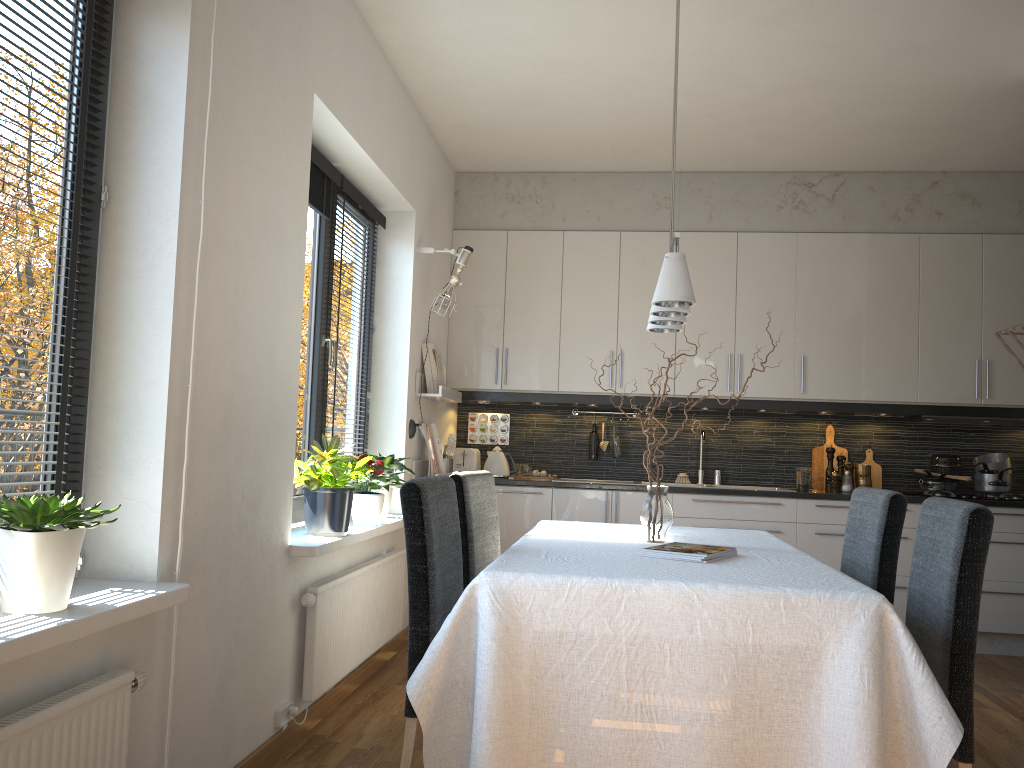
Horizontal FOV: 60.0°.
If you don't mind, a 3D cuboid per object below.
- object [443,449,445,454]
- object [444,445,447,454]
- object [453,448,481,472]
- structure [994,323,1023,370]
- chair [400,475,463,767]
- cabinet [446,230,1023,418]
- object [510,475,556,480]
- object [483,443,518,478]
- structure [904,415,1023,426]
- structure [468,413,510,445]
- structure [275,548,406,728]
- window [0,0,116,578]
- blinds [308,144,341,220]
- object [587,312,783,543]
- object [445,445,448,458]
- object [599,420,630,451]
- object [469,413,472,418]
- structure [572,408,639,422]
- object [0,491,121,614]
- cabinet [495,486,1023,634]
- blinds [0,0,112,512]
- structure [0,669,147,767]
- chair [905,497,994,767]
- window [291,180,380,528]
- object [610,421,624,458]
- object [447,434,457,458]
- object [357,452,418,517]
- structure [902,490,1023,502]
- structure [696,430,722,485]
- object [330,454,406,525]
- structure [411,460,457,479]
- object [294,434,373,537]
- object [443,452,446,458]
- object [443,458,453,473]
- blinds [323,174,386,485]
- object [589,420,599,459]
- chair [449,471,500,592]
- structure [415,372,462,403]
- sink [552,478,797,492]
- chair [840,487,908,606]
[{"bbox_3d":[-0.420,0.465,5.256,0.007,0.166,0.065,0,-4,29],"label":"object"},{"bbox_3d":[-0.403,0.458,5.252,0.014,0.193,0.043,1,-3,18],"label":"object"},{"bbox_3d":[-0.289,0.501,5.614,0.175,0.192,0.254,2,-4,7],"label":"object"},{"bbox_3d":[2.146,-0.401,3.582,0.185,0.774,0.495,2,-4,7],"label":"structure"},{"bbox_3d":[-0.032,0.754,2.517,0.544,0.959,0.462,2,-3,7],"label":"chair"},{"bbox_3d":[1.727,-0.363,5.521,4.235,1.069,0.458,2,-3,7],"label":"cabinet"},{"bbox_3d":[0.115,0.604,5.746,0.335,0.012,0.213,2,-4,9],"label":"object"},{"bbox_3d":[-0.086,0.492,5.582,0.204,0.236,0.178,-1,-5,44],"label":"object"},{"bbox_3d":[2.770,0.179,5.405,0.623,0.148,0.362,2,-4,7],"label":"structure"},{"bbox_3d":[-0.158,0.299,5.920,0.279,0.209,0.045,2,-3,7],"label":"structure"},{"bbox_3d":[-0.645,0.988,3.659,0.078,0.459,1.458,2,-4,9],"label":"structure"},{"bbox_3d":[-12.796,1.519,3.462,21.831,18.355,12.982,-1,-5,37],"label":"window"},{"bbox_3d":[-0.820,-0.848,3.528,0.049,0.229,0.711,2,-4,7],"label":"blinds"},{"bbox_3d":[0.533,0.135,2.960,0.615,0.784,0.403,3,-4,-18],"label":"object"},{"bbox_3d":[-0.392,0.457,5.213,0.020,0.200,0.007,0,-4,28],"label":"object"},{"bbox_3d":[0.667,0.342,5.795,0.188,0.203,0.072,3,-3,-6],"label":"object"},{"bbox_3d":[-0.158,0.299,5.920,0.271,0.201,0.039,2,-3,7],"label":"object"},{"bbox_3d":[0.614,0.206,5.819,0.443,0.081,0.067,2,-4,7],"label":"structure"},{"bbox_3d":[-0.955,0.332,1.787,0.283,0.237,0.267,3,-4,-11],"label":"object"},{"bbox_3d":[1.631,1.006,5.079,4.223,0.690,0.040,2,-3,7],"label":"cabinet"},{"bbox_3d":[-1.049,-0.380,1.843,0.049,1.421,0.711,2,-3,7],"label":"blinds"},{"bbox_3d":[-0.928,0.813,1.387,0.078,0.459,1.458,2,-4,6],"label":"structure"},{"bbox_3d":[0.945,0.783,2.393,0.544,0.959,0.462,1,-4,12],"label":"chair"},{"bbox_3d":[-0.838,-0.184,3.854,0.119,1.586,1.563,2,-4,7],"label":"window"},{"bbox_3d":[0.685,0.361,5.777,0.093,0.242,0.074,3,-4,-19],"label":"object"},{"bbox_3d":[-0.361,0.427,5.245,0.060,0.267,0.119,2,-3,-1],"label":"object"},{"bbox_3d":[-0.629,0.486,4.289,0.354,0.315,0.292,2,-4,-2],"label":"object"},{"bbox_3d":[2.725,0.658,5.245,0.662,0.041,0.501,2,-4,7],"label":"structure"},{"bbox_3d":[1.273,0.471,5.647,0.167,0.347,0.195,2,-3,0],"label":"structure"},{"bbox_3d":[-0.625,0.461,3.887,0.371,0.308,0.380,3,-4,-18],"label":"object"},{"bbox_3d":[-0.427,0.495,5.004,0.147,0.129,0.595,2,-4,7],"label":"structure"},{"bbox_3d":[-0.711,0.385,3.414,0.299,0.384,0.334,1,-4,23],"label":"object"},{"bbox_3d":[-0.410,0.470,5.191,0.007,0.158,0.089,4,-4,-32],"label":"object"},{"bbox_3d":[-0.399,0.498,5.219,0.103,0.124,0.103,2,-4,5],"label":"object"},{"bbox_3d":[-0.751,-0.196,4.233,0.049,1.421,0.711,2,-3,7],"label":"blinds"},{"bbox_3d":[0.537,0.365,5.811,0.060,0.256,0.060,0,-4,29],"label":"object"},{"bbox_3d":[0.055,0.808,3.214,0.544,0.959,0.462,1,-4,12],"label":"chair"},{"bbox_3d":[-0.409,0.024,5.032,0.147,0.129,0.595,2,-4,7],"label":"structure"},{"bbox_3d":[0.969,0.700,5.451,1.421,0.168,0.475,2,-4,7],"label":"sink"},{"bbox_3d":[1.032,0.837,3.090,0.544,0.959,0.462,2,-3,7],"label":"chair"}]
